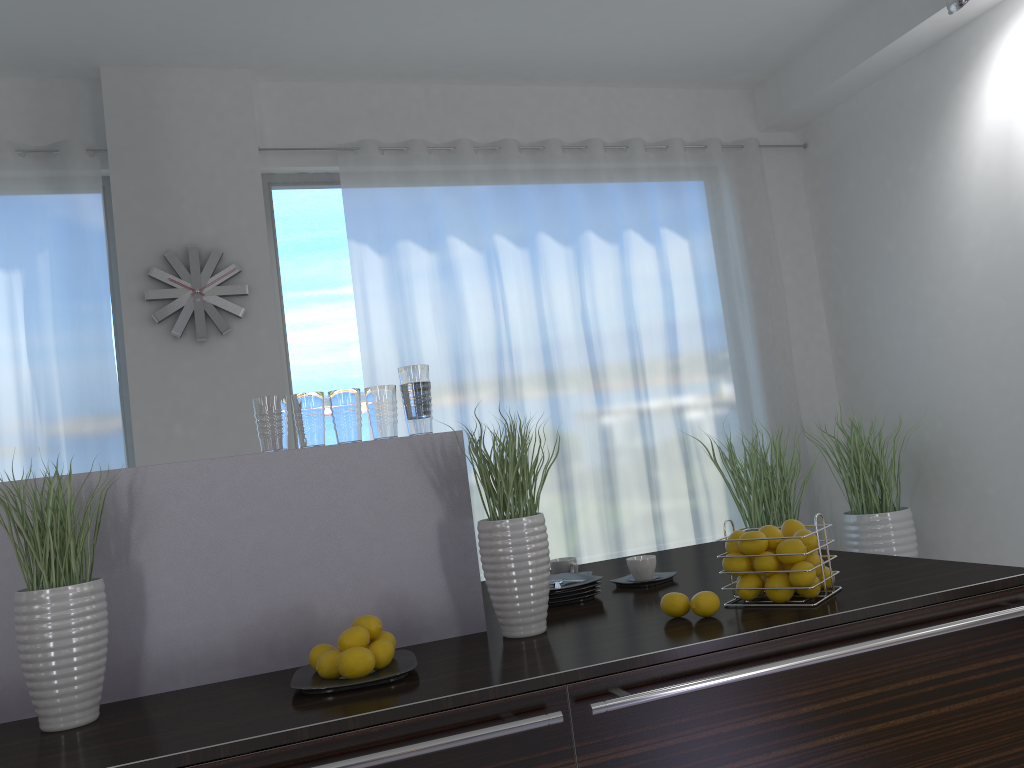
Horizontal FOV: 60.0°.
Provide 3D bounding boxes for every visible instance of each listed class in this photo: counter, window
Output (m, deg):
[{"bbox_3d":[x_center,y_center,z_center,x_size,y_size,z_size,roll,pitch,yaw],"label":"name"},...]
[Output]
[{"bbox_3d":[-0.607,0.818,1.929,3.291,1.300,1.302,-6,-5,-19],"label":"counter"},{"bbox_3d":[-3.423,0.256,4.249,3.000,2.500,0.100,-6,-5,-19],"label":"window"},{"bbox_3d":[0.112,-0.088,5.452,3.000,2.500,0.100,-6,-5,-19],"label":"window"}]

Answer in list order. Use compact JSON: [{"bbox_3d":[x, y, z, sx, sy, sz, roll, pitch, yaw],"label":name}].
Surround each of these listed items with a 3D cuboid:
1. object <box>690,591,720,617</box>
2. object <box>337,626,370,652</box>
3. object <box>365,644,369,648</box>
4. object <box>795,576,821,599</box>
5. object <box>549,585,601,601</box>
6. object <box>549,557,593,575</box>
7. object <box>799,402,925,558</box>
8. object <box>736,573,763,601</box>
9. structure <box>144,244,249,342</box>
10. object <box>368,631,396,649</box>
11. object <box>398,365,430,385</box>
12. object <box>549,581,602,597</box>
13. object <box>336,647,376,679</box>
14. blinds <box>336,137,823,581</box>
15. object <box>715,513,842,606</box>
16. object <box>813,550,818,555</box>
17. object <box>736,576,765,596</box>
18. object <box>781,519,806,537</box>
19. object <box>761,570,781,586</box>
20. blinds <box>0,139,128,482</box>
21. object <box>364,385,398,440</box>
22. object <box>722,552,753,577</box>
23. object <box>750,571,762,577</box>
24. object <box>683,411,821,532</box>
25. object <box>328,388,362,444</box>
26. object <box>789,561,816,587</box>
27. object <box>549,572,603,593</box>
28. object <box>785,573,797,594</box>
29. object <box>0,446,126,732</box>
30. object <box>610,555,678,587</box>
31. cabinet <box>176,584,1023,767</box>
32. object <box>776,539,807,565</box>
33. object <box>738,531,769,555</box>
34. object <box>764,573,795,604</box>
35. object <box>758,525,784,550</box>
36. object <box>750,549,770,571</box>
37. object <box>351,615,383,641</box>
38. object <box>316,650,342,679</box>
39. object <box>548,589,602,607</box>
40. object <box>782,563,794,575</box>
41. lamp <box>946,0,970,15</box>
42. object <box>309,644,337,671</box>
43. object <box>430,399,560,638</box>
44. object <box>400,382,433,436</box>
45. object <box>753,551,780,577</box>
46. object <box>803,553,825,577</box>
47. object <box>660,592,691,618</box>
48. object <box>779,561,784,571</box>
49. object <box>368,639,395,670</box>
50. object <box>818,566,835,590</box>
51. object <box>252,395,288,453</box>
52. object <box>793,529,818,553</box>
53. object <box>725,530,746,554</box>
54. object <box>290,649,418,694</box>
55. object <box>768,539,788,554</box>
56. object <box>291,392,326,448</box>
[{"bbox_3d":[0.395,0.450,1.811,0.063,0.051,0.053,-6,-5,-15],"label":"object"},{"bbox_3d":[-0.296,0.478,1.655,0.061,0.047,0.053,-6,-5,-16],"label":"object"},{"bbox_3d":[-0.297,0.516,1.694,0.057,0.060,0.071,-6,-5,-17],"label":"object"},{"bbox_3d":[0.618,0.421,1.854,0.051,0.053,0.063,-6,-5,-11],"label":"object"},{"bbox_3d":[0.103,0.532,2.256,0.232,0.020,0.232,-6,-5,-10],"label":"object"},{"bbox_3d":[0.149,0.536,2.536,0.153,0.069,0.153,-8,-5,15],"label":"object"},{"bbox_3d":[2.080,0.740,5.219,0.656,1.334,0.713,-4,-6,-34],"label":"object"},{"bbox_3d":[0.505,0.430,1.885,0.060,0.057,0.052,-6,-5,-17],"label":"object"},{"bbox_3d":[-1.622,-0.471,4.573,0.505,0.505,0.076,-6,-5,-19],"label":"structure"},{"bbox_3d":[-0.252,0.508,1.720,0.051,0.053,0.063,-9,-5,21],"label":"object"},{"bbox_3d":[-0.219,0.020,2.022,0.072,0.119,0.071,-9,-5,21],"label":"object"},{"bbox_3d":[0.101,0.522,2.257,0.232,0.020,0.232,-6,-5,-15],"label":"object"},{"bbox_3d":[-0.282,0.506,1.607,0.070,0.058,0.060,-5,-5,-20],"label":"object"},{"bbox_3d":[0.538,0.038,5.339,2.830,3.112,0.120,-6,-5,-19],"label":"blinds"},{"bbox_3d":[0.573,0.373,1.915,0.207,0.174,0.189,-11,-6,36],"label":"object"},{"bbox_3d":[0.643,0.374,1.938,0.053,0.054,0.061,-10,-5,27],"label":"object"},{"bbox_3d":[0.522,0.439,1.939,0.061,0.053,0.053,-9,-5,24],"label":"object"},{"bbox_3d":[0.623,0.328,1.957,0.050,0.060,0.059,-6,-5,-19],"label":"object"},{"bbox_3d":[0.565,0.424,1.901,0.057,0.060,0.052,-6,-5,-13],"label":"object"},{"bbox_3d":[-3.485,0.429,3.970,3.245,3.112,0.120,-6,-5,-19],"label":"blinds"},{"bbox_3d":[-0.290,0.066,1.993,0.072,0.119,0.071,-9,-5,21],"label":"object"},{"bbox_3d":[0.483,0.387,1.900,0.063,0.051,0.053,-11,-6,40],"label":"object"},{"bbox_3d":[0.552,0.439,1.991,0.053,0.053,0.061,-10,-5,26],"label":"object"},{"bbox_3d":[1.467,0.797,4.977,0.713,1.334,0.656,-6,-5,-18],"label":"object"},{"bbox_3d":[-0.366,0.073,1.967,0.072,0.119,0.071,-9,-5,21],"label":"object"},{"bbox_3d":[0.596,0.392,1.820,0.061,0.054,0.052,-3,-6,-42],"label":"object"},{"bbox_3d":[-0.093,0.474,2.283,0.646,0.147,0.269,-8,-5,6],"label":"object"},{"bbox_3d":[0.615,0.430,1.935,0.050,0.055,0.061,-10,-5,27],"label":"object"},{"bbox_3d":[-0.816,0.354,1.573,0.269,0.502,0.247,-6,-5,-18],"label":"object"},{"bbox_3d":[0.347,0.495,2.353,0.153,0.069,0.153,-2,-7,-45],"label":"object"},{"bbox_3d":[-0.578,1.038,1.900,3.285,0.852,1.377,-6,-5,-19],"label":"cabinet"},{"bbox_3d":[0.582,0.350,1.850,0.061,0.052,0.053,-7,-5,-6],"label":"object"},{"bbox_3d":[0.511,0.338,1.879,0.063,0.051,0.053,-10,-5,29],"label":"object"},{"bbox_3d":[0.560,0.427,1.858,0.064,0.063,0.074,-7,-5,2],"label":"object"},{"bbox_3d":[0.558,0.331,1.916,0.051,0.053,0.063,-6,-5,-17],"label":"object"},{"bbox_3d":[0.534,0.381,1.926,0.064,0.053,0.051,-6,-5,-16],"label":"object"},{"bbox_3d":[-0.279,0.469,1.706,0.063,0.048,0.053,-11,-6,37],"label":"object"},{"bbox_3d":[-0.331,0.519,1.638,0.063,0.051,0.053,-6,-5,-15],"label":"object"},{"bbox_3d":[0.104,0.542,2.256,0.232,0.020,0.232,-6,-5,-10],"label":"object"},{"bbox_3d":[0.604,0.386,1.890,0.051,0.053,0.062,-6,-5,-11],"label":"object"},{"bbox_3d":[2.012,-1.955,4.081,0.185,0.511,0.150,-6,-5,-19],"label":"lamp"},{"bbox_3d":[-0.356,0.522,1.688,0.061,0.054,0.052,-10,-5,28],"label":"object"},{"bbox_3d":[0.015,0.275,1.882,0.247,0.502,0.269,-9,-5,24],"label":"object"},{"bbox_3d":[-0.214,0.058,2.019,0.072,0.119,0.071,-9,-5,21],"label":"object"},{"bbox_3d":[0.537,0.379,1.870,0.052,0.053,0.062,-12,-7,43],"label":"object"},{"bbox_3d":[0.633,0.385,1.879,0.061,0.055,0.051,-3,-6,-39],"label":"object"},{"bbox_3d":[0.341,0.459,1.844,0.063,0.051,0.053,-11,-6,40],"label":"object"},{"bbox_3d":[0.597,0.412,1.977,0.052,0.053,0.062,-9,-5,18],"label":"object"},{"bbox_3d":[-0.249,0.507,1.662,0.061,0.054,0.052,-3,-6,-42],"label":"object"},{"bbox_3d":[0.672,0.420,1.923,0.053,0.052,0.062,-9,-5,21],"label":"object"},{"bbox_3d":[-0.518,0.088,1.915,0.071,0.119,0.072,-10,-6,31],"label":"object"},{"bbox_3d":[0.625,0.336,1.889,0.051,0.053,0.063,-7,-5,-6],"label":"object"},{"bbox_3d":[0.493,0.348,1.928,0.052,0.060,0.057,-4,-6,-31],"label":"object"},{"bbox_3d":[-0.293,0.539,1.654,0.232,0.020,0.232,-6,-5,-10],"label":"object"},{"bbox_3d":[0.589,0.362,1.947,0.055,0.051,0.061,-5,-5,-24],"label":"object"},{"bbox_3d":[-0.442,0.081,1.941,0.072,0.119,0.071,-9,-5,21],"label":"object"}]
